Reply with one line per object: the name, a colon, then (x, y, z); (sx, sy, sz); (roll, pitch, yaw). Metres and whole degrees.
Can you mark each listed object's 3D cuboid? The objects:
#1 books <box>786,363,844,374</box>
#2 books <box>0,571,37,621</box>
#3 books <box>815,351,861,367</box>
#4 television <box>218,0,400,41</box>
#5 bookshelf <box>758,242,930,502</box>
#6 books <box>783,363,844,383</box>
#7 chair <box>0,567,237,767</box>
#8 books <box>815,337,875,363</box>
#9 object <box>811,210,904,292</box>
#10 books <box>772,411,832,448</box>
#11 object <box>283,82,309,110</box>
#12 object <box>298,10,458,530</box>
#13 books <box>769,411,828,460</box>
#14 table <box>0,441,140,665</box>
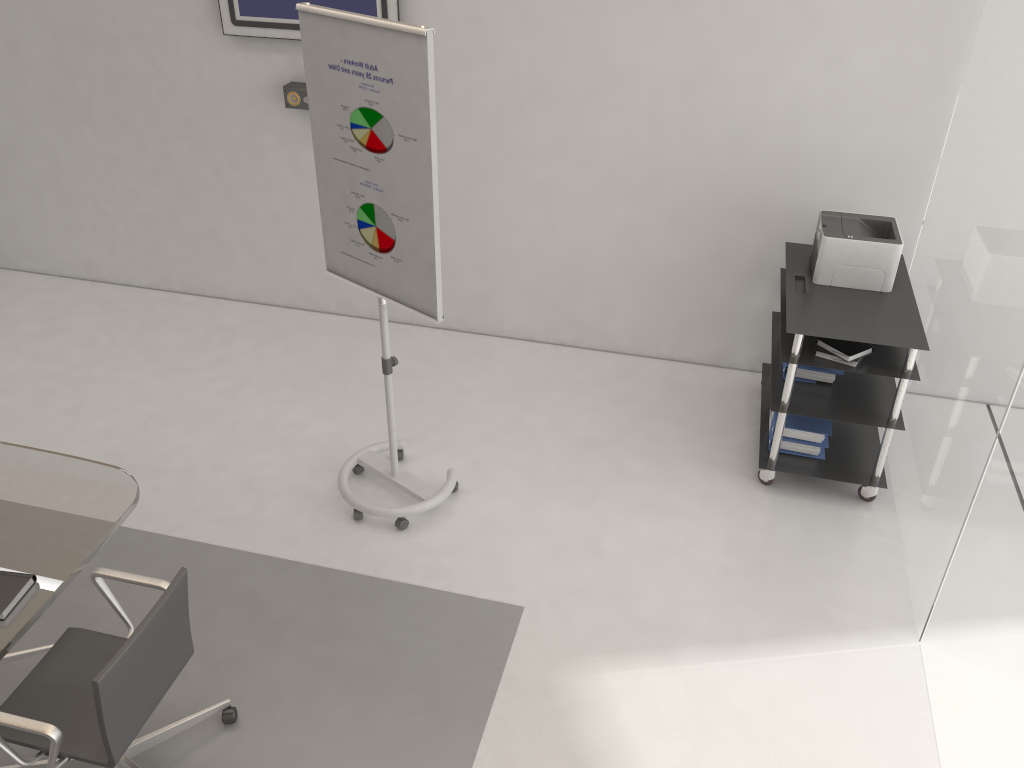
books: (1.441, -0.178, 4.215); (0.263, 0.077, 0.320); (8, 33, 12)
books: (-1.516, 0.609, 2.581); (0.183, 0.032, 0.164); (5, 33, 6)
books: (1.429, -0.142, 3.855); (0.170, 0.028, 0.146); (20, 37, 27)
television: (-1.056, -2.066, 4.534); (1.013, 0.590, 0.049); (8, 33, 12)
bookshelf: (1.544, -0.070, 4.300); (0.567, 0.855, 0.985); (8, 33, 12)
books: (1.438, -0.117, 4.255); (0.263, 0.077, 0.320); (8, 33, 12)
chair: (-1.296, 0.948, 2.684); (0.710, 0.805, 0.731); (-1, 33, -3)
books: (1.439, -0.167, 3.834); (0.164, 0.032, 0.183); (-18, 37, -27)
object: (1.610, -0.629, 4.164); (0.350, 0.235, 0.351); (8, 33, 12)
books: (1.389, 0.162, 4.267); (0.263, 0.077, 0.320); (8, 33, 12)
object: (-1.085, -1.560, 4.828); (0.298, 0.117, 0.123); (8, 33, 12)
object: (-0.515, -0.377, 3.586); (0.553, 2.088, 0.560); (0, 33, -1)
books: (1.387, 0.223, 4.307); (0.263, 0.077, 0.320); (8, 33, 12)
table: (-2.238, 1.303, 2.177); (1.372, 0.721, 3.054); (8, 33, 12)
